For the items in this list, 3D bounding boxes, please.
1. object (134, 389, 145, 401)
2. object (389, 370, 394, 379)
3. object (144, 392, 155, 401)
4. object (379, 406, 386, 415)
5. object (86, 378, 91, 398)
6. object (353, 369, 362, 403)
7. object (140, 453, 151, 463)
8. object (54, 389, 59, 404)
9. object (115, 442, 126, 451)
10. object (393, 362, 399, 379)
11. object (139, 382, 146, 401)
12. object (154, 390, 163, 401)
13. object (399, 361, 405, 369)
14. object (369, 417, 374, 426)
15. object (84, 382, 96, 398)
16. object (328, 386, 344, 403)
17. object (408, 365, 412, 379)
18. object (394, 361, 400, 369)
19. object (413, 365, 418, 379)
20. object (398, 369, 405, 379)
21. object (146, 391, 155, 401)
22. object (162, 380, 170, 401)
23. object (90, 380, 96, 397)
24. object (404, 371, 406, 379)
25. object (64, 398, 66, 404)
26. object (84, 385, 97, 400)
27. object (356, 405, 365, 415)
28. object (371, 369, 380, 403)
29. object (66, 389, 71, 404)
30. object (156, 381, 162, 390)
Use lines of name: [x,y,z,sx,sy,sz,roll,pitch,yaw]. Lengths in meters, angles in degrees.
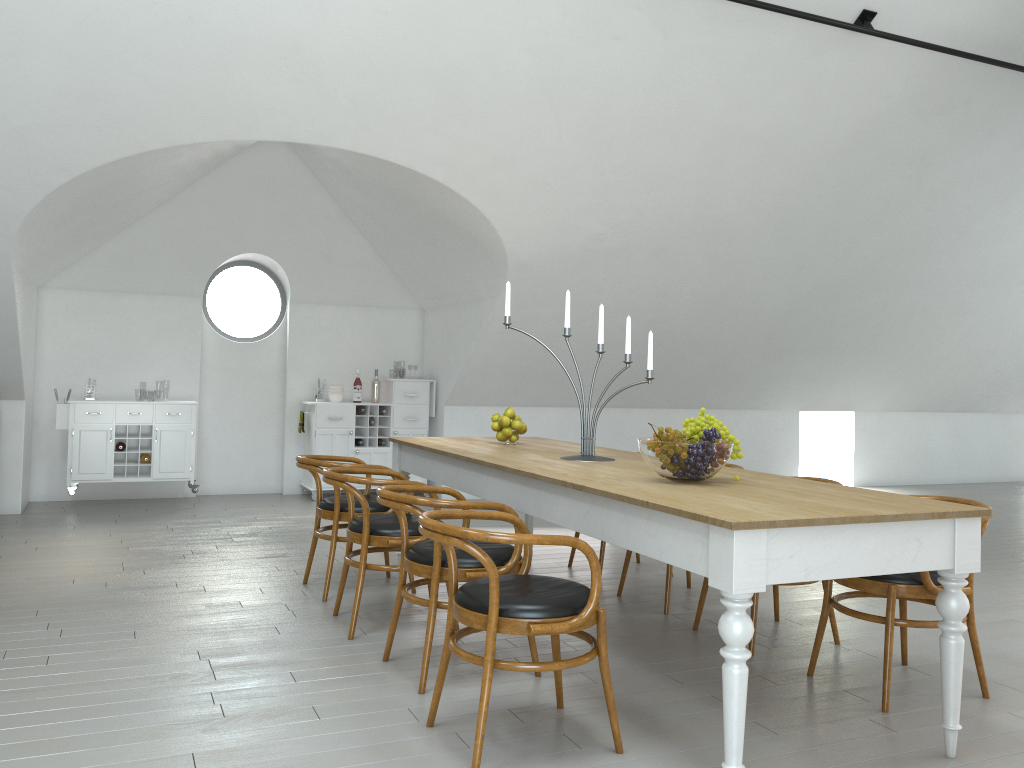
object: [-3.197,0.099,7.606,0.082,0.105,0.081,2,-1,-11]
object: [-1.177,-0.095,8.835,0.093,0.093,0.094,1,-1,9]
object: [-3.141,0.110,7.671,0.077,0.085,0.077,2,-1,-36]
object: [-1.296,0.262,8.686,0.087,0.085,0.360,2,0,-24]
object: [-3.656,0.039,7.665,0.039,0.175,0.054,2,-2,-24]
object: [-1.504,0.019,8.642,0.081,0.330,0.081,2,-2,-28]
object: [-3.163,0.639,7.649,0.082,0.083,0.317,2,0,-24]
object: [-3.757,0.174,7.346,0.029,0.269,0.088,0,-2,39]
object: [-3.327,0.533,7.537,0.082,0.085,0.317,2,0,-23]
object: [-1.149,-0.132,8.765,0.048,0.169,0.048,1,-1,9]
object: [-3.204,0.067,7.688,0.048,0.169,0.048,3,-2,-36]
object: [-3.086,0.105,7.733,0.071,0.099,0.071,2,-1,-1]
object: [-1.112,-0.141,8.953,0.063,0.187,0.063,3,-2,-38]
object: [-1.402,0.366,8.654,0.085,0.085,0.331,2,0,-24]
object: [-3.647,0.055,7.671,0.097,0.137,0.029,2,-1,-21]
object: [-1.695,0.099,8.528,0.154,0.160,0.157,1,-1,4]
object: [-1.016,-0.118,8.828,0.046,0.143,0.046,2,-1,-13]
object: [-1.160,-0.138,8.911,0.054,0.179,0.054,2,-2,-30]
object: [-0.969,-0.117,8.884,0.046,0.143,0.046,2,-1,-13]
object: [-1.087,-0.098,8.712,0.082,0.105,0.081,1,-1,14]
object: [-3.174,0.105,7.757,0.094,0.093,0.093,2,-1,-36]
object: [-3.045,0.062,7.795,0.063,0.187,0.063,3,-2,-39]
object: [-3.621,0.042,7.664,0.039,0.164,0.024,2,-2,-11]
object: [-1.093,-0.089,8.798,0.077,0.085,0.077,2,-1,-16]
object: [-3.728,0.236,7.390,0.038,0.262,0.038,1,-1,9]
object: [-3.646,0.075,7.663,0.101,0.138,0.067,2,-1,-24]
object: [-1.489,0.253,8.610,0.092,0.094,0.359,2,0,-23]
object: [-1.337,0.022,8.710,0.085,0.331,0.085,1,-2,25]
object: [-3.707,0.175,7.368,0.088,0.269,0.029,1,-1,3]
object: [-3.108,0.064,7.800,0.054,0.179,0.054,0,-2,43]
